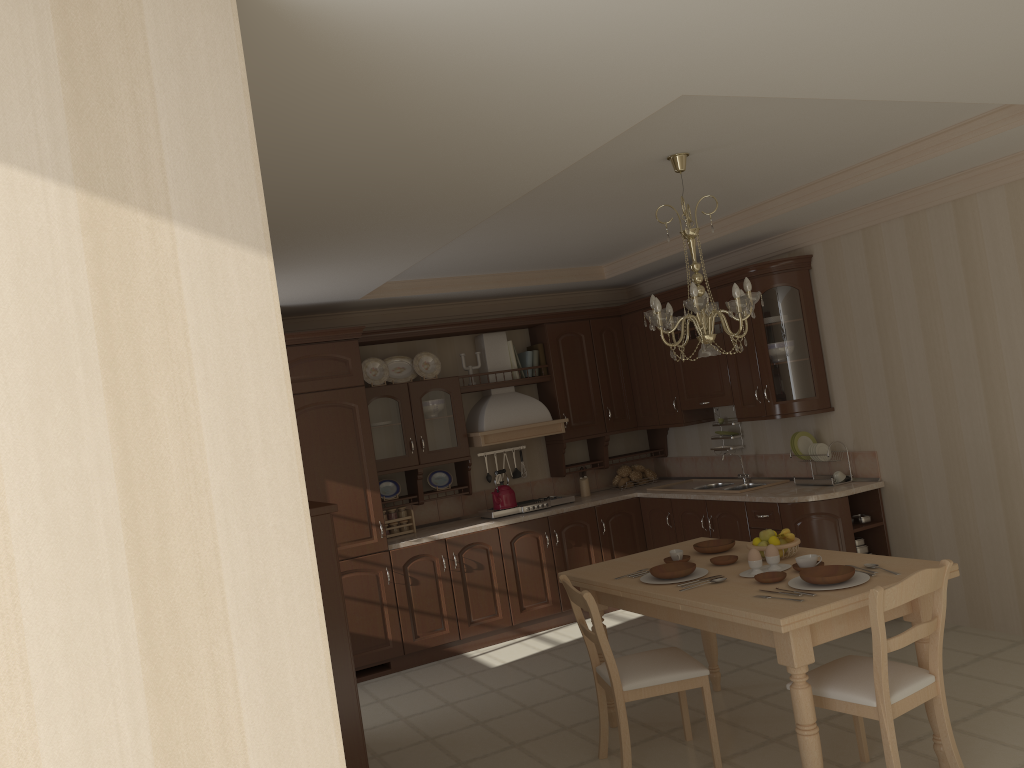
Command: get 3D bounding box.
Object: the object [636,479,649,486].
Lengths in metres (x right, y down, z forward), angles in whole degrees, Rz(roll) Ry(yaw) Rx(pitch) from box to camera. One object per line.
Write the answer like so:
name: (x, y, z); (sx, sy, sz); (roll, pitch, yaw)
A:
object: (1.068, 0.804, 7.294); (0.103, 0.060, 0.105); (-8, -2, -31)

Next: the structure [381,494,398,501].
structure: (-0.896, 0.776, 6.430); (0.110, 0.126, 0.080); (-8, -2, -26)

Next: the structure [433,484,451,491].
structure: (-0.530, 0.726, 6.610); (0.110, 0.126, 0.080); (-8, -2, -26)

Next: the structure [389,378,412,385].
structure: (-0.827, -0.062, 6.544); (0.154, 0.126, 0.080); (-8, -2, -26)

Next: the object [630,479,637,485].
object: (1.016, 0.789, 7.329); (0.098, 0.094, 0.114); (-10, -2, 44)

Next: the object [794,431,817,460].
object: (1.934, 0.405, 5.832); (0.193, 0.188, 0.047); (-8, -2, -25)

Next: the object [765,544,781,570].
object: (1.105, 0.731, 3.761); (0.058, 0.104, 0.058); (-10, -2, 42)

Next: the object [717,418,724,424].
object: (1.579, 0.278, 6.685); (0.044, 0.051, 0.049); (-10, -2, 32)

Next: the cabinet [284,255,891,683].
cabinet: (0.279, 0.585, 5.835); (3.226, 2.313, 2.436); (-8, -2, -26)

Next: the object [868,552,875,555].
object: (2.147, 1.086, 5.510); (0.145, 0.077, 0.208); (-8, -2, -15)

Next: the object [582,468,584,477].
object: (0.580, 0.765, 7.207); (0.016, 0.158, 0.051); (-9, -2, 27)

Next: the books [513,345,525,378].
books: (0.015, -0.167, 6.993); (0.068, 0.271, 0.194); (-8, -2, -26)

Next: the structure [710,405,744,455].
structure: (1.588, 0.348, 6.635); (0.131, 0.361, 0.256); (-8, -2, -26)

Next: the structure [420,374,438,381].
structure: (-0.625, -0.091, 6.584); (0.110, 0.126, 0.080); (-8, -2, -26)

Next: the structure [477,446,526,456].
structure: (-0.080, 0.527, 6.977); (0.422, 0.020, 0.008); (-8, -2, -26)

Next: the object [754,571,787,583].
object: (1.035, 0.777, 3.547); (0.126, 0.026, 0.127); (-7, -2, -35)

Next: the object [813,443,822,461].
object: (1.993, 0.441, 5.719); (0.123, 0.119, 0.034); (-8, -2, -26)

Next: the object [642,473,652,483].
object: (1.101, 0.776, 7.362); (0.091, 0.100, 0.125); (-8, -2, -31)

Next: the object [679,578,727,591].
object: (0.788, 0.825, 3.648); (0.219, 0.011, 0.047); (-8, -2, -17)

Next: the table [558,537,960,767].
table: (1.024, 1.193, 3.882); (0.900, 0.774, 1.567); (-8, -2, -26)

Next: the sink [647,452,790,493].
sink: (1.463, 0.680, 6.463); (0.448, 0.348, 1.077); (-8, -2, -26)

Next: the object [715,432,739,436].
object: (1.596, 0.370, 6.588); (0.167, 0.051, 0.174); (-8, -2, -26)

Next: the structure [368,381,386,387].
structure: (-0.980, -0.043, 6.407); (0.110, 0.126, 0.080); (-8, -2, -26)

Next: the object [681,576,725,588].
object: (0.802, 0.828, 3.712); (0.216, 0.004, 0.022); (-8, -2, -21)

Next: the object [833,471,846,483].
object: (2.090, 0.590, 5.656); (0.073, 0.072, 0.085); (-9, -2, 28)

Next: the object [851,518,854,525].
object: (2.058, 0.859, 5.509); (0.084, 0.045, 0.120); (-7, -2, -40)

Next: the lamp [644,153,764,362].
lamp: (0.789, -0.599, 3.880); (0.502, 0.982, 0.501); (-10, -2, 33)

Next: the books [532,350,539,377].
books: (0.149, -0.154, 7.040); (0.080, 0.209, 0.205); (-8, -2, -26)

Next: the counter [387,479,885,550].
counter: (0.601, 0.882, 5.949); (2.603, 0.034, 2.422); (-8, -2, -26)

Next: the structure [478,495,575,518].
structure: (0.126, 0.919, 6.710); (0.710, 0.054, 0.325); (-8, -2, -26)

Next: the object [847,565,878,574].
object: (1.386, 0.734, 3.524); (0.022, 0.004, 0.216); (-8, -2, -11)

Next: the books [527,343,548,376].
books: (0.203, -0.184, 7.072); (0.052, 0.254, 0.205); (-8, -2, -26)

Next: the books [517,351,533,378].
books: (0.100, -0.147, 7.026); (0.086, 0.209, 0.205); (-8, -2, -26)

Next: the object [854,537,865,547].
object: (2.131, 0.981, 5.513); (0.084, 0.045, 0.120); (-8, -2, -15)

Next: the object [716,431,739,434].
object: (1.597, 0.364, 6.589); (0.167, 0.051, 0.174); (-8, -2, -26)

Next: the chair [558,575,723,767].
chair: (0.541, 1.231, 3.847); (0.517, 0.846, 0.462); (-8, -2, -10)

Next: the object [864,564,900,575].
object: (1.440, 0.721, 3.456); (0.047, 0.011, 0.219); (-8, -2, -10)

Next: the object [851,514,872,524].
object: (2.174, 0.842, 5.519); (0.084, 0.045, 0.120); (-8, -2, -15)

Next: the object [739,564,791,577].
object: (1.068, 0.787, 3.737); (0.245, 0.005, 0.157); (-8, -2, -29)

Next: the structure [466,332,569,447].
structure: (-0.051, 0.014, 6.813); (0.753, 0.845, 0.455); (-8, -2, -26)

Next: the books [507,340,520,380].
books: (-0.019, -0.180, 6.970); (0.042, 0.305, 0.194); (-8, -2, -26)

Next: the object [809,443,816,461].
object: (1.975, 0.445, 5.757); (0.123, 0.119, 0.034); (-8, -2, -26)

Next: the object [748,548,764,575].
object: (1.022, 0.743, 3.729); (0.058, 0.104, 0.058); (-10, -2, 42)

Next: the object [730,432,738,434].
object: (1.597, 0.367, 6.588); (0.167, 0.051, 0.174); (-8, -2, -26)

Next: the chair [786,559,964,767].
chair: (1.348, 1.094, 3.290); (0.462, 0.846, 0.517); (-8, -2, -34)

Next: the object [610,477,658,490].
object: (1.003, 0.813, 7.288); (0.364, 0.060, 0.199); (-8, -2, -26)

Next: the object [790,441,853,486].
object: (1.992, 0.510, 5.738); (0.172, 0.275, 0.359); (-8, -2, -25)

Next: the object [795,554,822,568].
object: (1.222, 0.735, 3.640); (0.119, 0.055, 0.063); (-8, -2, -12)

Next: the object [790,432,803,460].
object: (1.918, 0.408, 5.865); (0.193, 0.188, 0.047); (-8, -2, -25)

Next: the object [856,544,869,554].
object: (2.138, 1.028, 5.511); (0.106, 0.057, 0.152); (-8, -2, -15)

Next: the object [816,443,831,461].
object: (2.001, 0.439, 5.700); (0.123, 0.119, 0.034); (-8, -2, -26)

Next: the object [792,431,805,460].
object: (1.926, 0.406, 5.849); (0.193, 0.188, 0.047); (-8, -2, -25)

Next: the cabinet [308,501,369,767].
cabinet: (-1.120, 1.233, 4.019); (0.538, 1.349, 1.513); (-8, -2, -26)

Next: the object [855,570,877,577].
object: (1.357, 0.736, 3.480); (0.023, 0.008, 0.221); (-8, -2, -11)

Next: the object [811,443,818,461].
object: (1.984, 0.443, 5.738); (0.123, 0.119, 0.034); (-8, -2, -24)

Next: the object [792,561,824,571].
object: (1.217, 0.752, 3.638); (0.126, 0.026, 0.127); (-7, -2, -35)
